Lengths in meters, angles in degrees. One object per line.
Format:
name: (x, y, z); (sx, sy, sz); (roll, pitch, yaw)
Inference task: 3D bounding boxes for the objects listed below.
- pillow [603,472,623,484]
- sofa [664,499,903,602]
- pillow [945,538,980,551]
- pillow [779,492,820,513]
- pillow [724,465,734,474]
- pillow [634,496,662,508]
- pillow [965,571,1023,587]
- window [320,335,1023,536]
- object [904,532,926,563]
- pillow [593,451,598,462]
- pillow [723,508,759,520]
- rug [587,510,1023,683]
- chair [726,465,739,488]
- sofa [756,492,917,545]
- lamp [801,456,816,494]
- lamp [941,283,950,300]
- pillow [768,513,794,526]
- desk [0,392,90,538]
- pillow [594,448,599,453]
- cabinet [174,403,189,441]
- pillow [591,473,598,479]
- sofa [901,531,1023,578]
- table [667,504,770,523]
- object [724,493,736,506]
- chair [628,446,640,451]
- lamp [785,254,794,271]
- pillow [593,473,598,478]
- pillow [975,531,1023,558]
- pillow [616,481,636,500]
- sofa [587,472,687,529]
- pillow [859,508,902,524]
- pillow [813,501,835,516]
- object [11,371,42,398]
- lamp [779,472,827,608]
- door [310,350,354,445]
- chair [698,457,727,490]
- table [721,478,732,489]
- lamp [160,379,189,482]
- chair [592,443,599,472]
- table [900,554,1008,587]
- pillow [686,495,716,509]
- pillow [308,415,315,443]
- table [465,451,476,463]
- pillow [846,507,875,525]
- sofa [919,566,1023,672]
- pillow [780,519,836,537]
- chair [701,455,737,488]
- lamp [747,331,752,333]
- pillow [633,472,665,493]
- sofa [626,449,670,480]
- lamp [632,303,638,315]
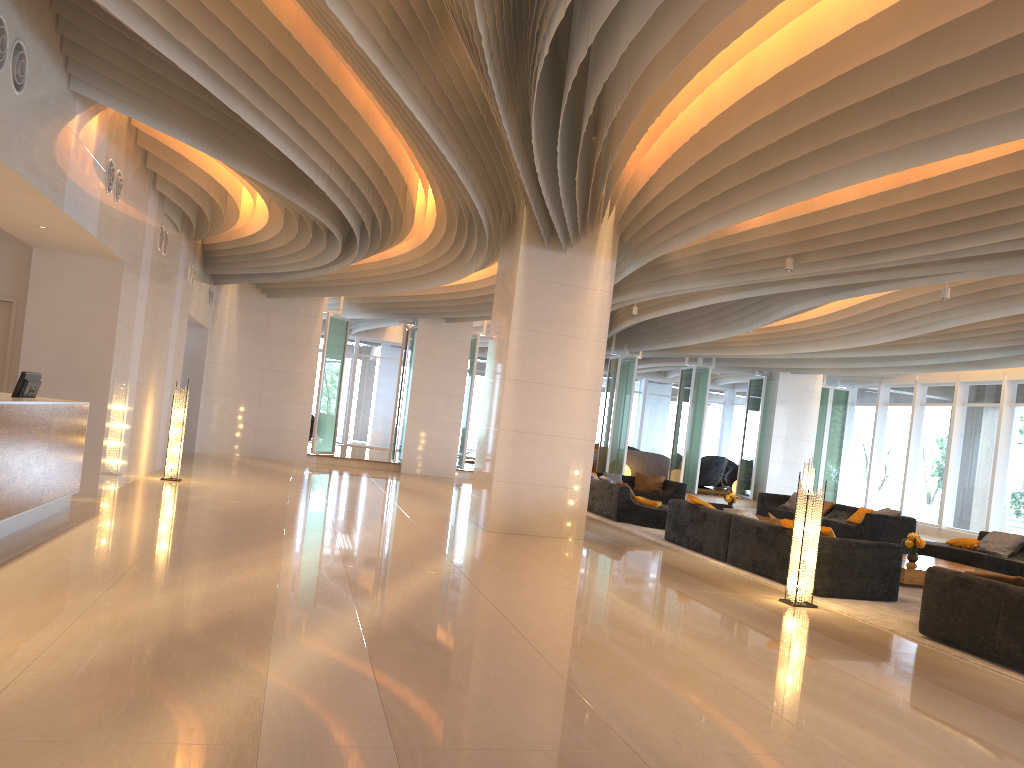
pillow: (2.094, 1.996, 18.332); (0.411, 0.312, 0.319); (7, -1, -12)
sofa: (2.963, 1.859, 10.432); (0.951, 0.582, 3.742); (7, -3, -13)
pillow: (6.692, 2.357, 13.070); (0.440, 0.192, 0.598); (5, -3, 41)
pillow: (5.764, 2.375, 17.830); (0.558, 0.377, 0.626); (8, -3, -36)
pillow: (7.193, 2.826, 29.161); (0.499, 0.408, 0.468); (6, -2, 13)
pillow: (2.184, 1.890, 14.229); (0.405, 0.136, 0.422); (6, -3, 20)
pillow: (3.734, 1.597, 6.624); (0.400, 0.391, 0.600); (7, -2, -11)
window: (8.774, 1.192, 14.402); (53.370, 3.219, 22.617); (4, -4, 41)
object: (4.931, 1.998, 10.876); (0.235, 0.377, 0.267); (7, -1, 8)
pillow: (2.341, 2.028, 24.735); (0.467, 0.408, 0.500); (7, -2, -12)
pillow: (2.828, 1.728, 10.793); (0.424, 0.377, 0.582); (7, -2, -12)
rug: (4.936, 2.436, 11.326); (5.567, 0.022, 16.072); (7, -3, -13)
chair: (7.289, 2.827, 27.122); (1.531, 1.005, 1.127); (7, -2, -12)
sofa: (5.909, 2.520, 16.549); (0.951, 0.582, 3.742); (7, -3, -13)
lamp: (6.283, 2.258, 18.868); (0.253, 1.450, 0.247); (7, 0, -14)
lamp: (5.453, -1.797, 10.980); (0.091, 1.505, 0.087); (7, 0, -41)
pillow: (3.072, 1.667, 9.790); (0.448, 0.409, 0.596); (7, -2, -12)
desk: (-3.931, 0.572, 5.497); (0.906, 1.049, 6.609); (7, -3, -13)
pillow: (2.368, 2.006, 25.157); (0.379, 0.422, 0.594); (8, -2, -36)
cabinet: (-6.220, 0.652, 15.889); (0.565, 0.661, 1.496); (7, -2, -13)
pillow: (1.497, 1.800, 16.213); (0.553, 0.377, 0.644); (7, -2, -18)
sofa: (6.879, 2.389, 11.761); (1.366, 0.582, 4.102); (7, -3, -15)
table: (3.834, 2.431, 15.987); (1.617, 0.220, 1.586); (7, -3, -14)
object: (3.970, 2.156, 16.166); (0.233, 0.377, 0.269); (6, -1, 18)
chair: (3.822, 2.429, 27.331); (1.546, 1.005, 1.116); (8, -2, -32)
lamp: (3.332, -2.077, 10.390); (0.090, 1.505, 0.088); (7, 0, -23)
pillow: (1.463, 1.806, 16.551); (0.414, 0.335, 0.331); (5, -2, 41)
pillow: (6.922, 2.304, 12.596); (0.466, 0.416, 0.659); (7, -2, -14)
pillow: (1.896, 1.764, 14.467); (0.331, 0.311, 0.420); (7, -2, -12)
sofa: (2.570, 2.074, 16.217); (2.853, 0.653, 5.042); (7, -3, -14)
pillow: (6.360, 2.318, 15.340); (0.544, 0.377, 0.642); (6, -2, 8)
pillow: (5.940, 2.382, 17.013); (0.325, 0.312, 0.403); (7, -2, -16)
object: (-4.405, 0.108, 8.100); (0.358, 0.435, 0.531); (7, -2, -14)
lamp: (2.663, 1.404, 8.037); (0.253, 1.197, 0.248); (7, 0, -14)
door: (-5.721, 0.390, 27.017); (1.474, 2.770, 0.059); (7, 0, -15)
chair: (5.717, 2.600, 26.310); (1.549, 1.005, 1.113); (8, -2, -41)
table: (7.091, 3.200, 28.109); (1.086, 0.318, 0.814); (7, -3, -8)
lamp: (-4.721, 0.636, 12.501); (0.253, 1.450, 0.247); (7, 0, -14)
chair: (2.134, 2.112, 25.026); (1.155, 1.005, 1.494); (8, -2, -26)
table: (5.023, 2.317, 11.014); (1.617, 0.220, 1.586); (7, -3, -14)
pillow: (2.557, 1.680, 11.641); (0.544, 0.377, 0.642); (6, -2, 8)
pillow: (-5.434, 1.021, 21.132); (1.535, 1.005, 1.124); (7, -2, -17)
table: (-1.021, 2.099, 25.274); (1.086, 0.318, 0.814); (7, -3, -8)
pillow: (6.222, 2.355, 15.831); (0.325, 0.312, 0.404); (7, -2, -12)
sofa: (4.033, 1.799, 6.727); (1.368, 0.576, 2.232); (7, -3, -14)
pillow: (3.152, 1.623, 9.151); (0.558, 0.377, 0.626); (8, -3, -36)
chair: (6.831, 2.874, 29.096); (1.520, 1.005, 1.135); (7, -2, -2)
lamp: (4.369, -1.668, 15.994); (0.087, 1.505, 0.090); (7, 0, 31)
pillow: (2.872, 2.072, 18.561); (0.635, 0.377, 0.550); (6, -2, 8)
sofa: (3.592, 2.351, 25.309); (2.513, 0.901, 1.132); (5, -2, 35)
lamp: (2.217, -1.951, 15.404); (0.087, 1.505, 0.090); (7, 0, 31)
